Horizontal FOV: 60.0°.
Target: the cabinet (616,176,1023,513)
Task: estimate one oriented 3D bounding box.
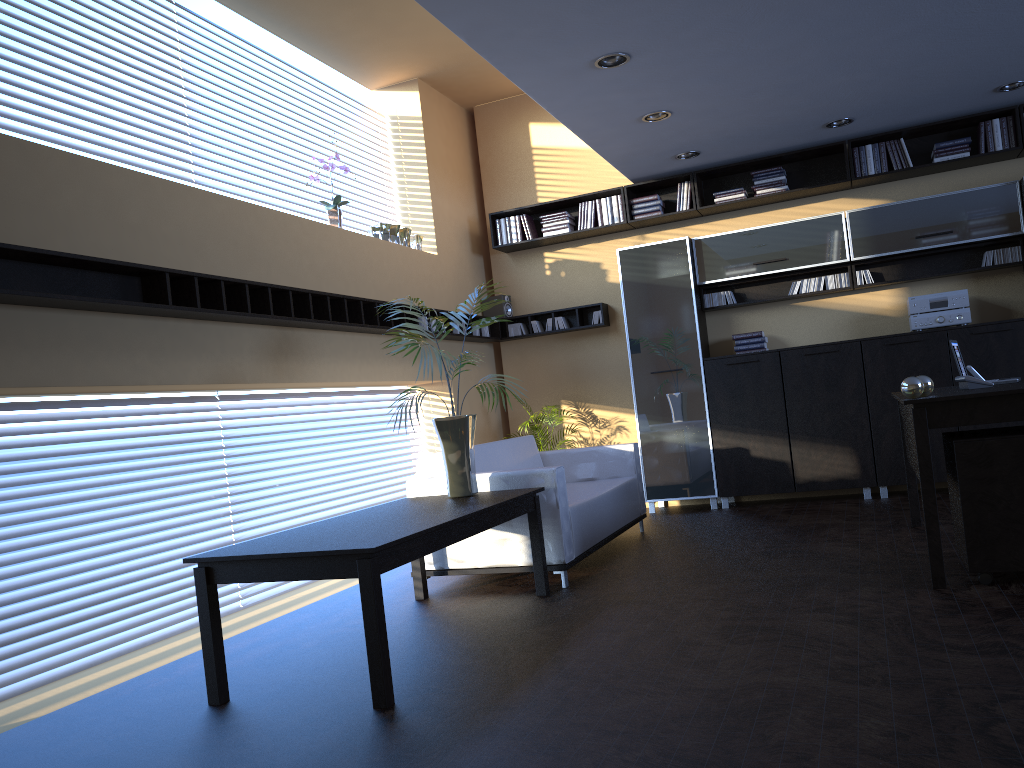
[{"bbox_3d":[2.944,-0.252,7.463,3.880,2.398,0.490,-7,-1,22],"label":"cabinet"}]

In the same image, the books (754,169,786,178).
[{"bbox_3d":[2.249,-1.816,7.724,0.259,0.028,0.207,-7,-2,21],"label":"books"}]

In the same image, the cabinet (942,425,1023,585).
[{"bbox_3d":[2.430,0.569,4.306,0.500,0.680,0.634,-7,-1,21],"label":"cabinet"}]

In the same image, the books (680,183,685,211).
[{"bbox_3d":[1.558,-1.669,8.014,0.075,0.259,0.207,-7,-1,21],"label":"books"}]

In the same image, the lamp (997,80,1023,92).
[{"bbox_3d":[3.693,-2.242,6.544,0.209,0.096,0.208,-7,-2,15],"label":"lamp"}]

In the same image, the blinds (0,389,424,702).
[{"bbox_3d":[-1.800,0.748,5.597,0.047,1.367,5.388,-7,-2,21],"label":"blinds"}]

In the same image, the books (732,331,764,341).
[{"bbox_3d":[2.092,-0.424,7.847,0.259,0.050,0.207,-7,-2,21],"label":"books"}]

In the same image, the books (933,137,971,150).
[{"bbox_3d":[3.572,-1.935,7.199,0.259,0.050,0.207,-7,-2,21],"label":"books"}]

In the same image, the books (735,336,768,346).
[{"bbox_3d":[2.121,-0.376,7.849,0.259,0.050,0.207,-7,-2,22],"label":"books"}]

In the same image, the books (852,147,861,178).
[{"bbox_3d":[2.908,-1.840,7.476,0.050,0.258,0.207,-7,-1,22],"label":"books"}]

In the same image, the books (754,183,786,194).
[{"bbox_3d":[2.256,-1.701,7.735,0.259,0.028,0.207,-7,-2,21],"label":"books"}]

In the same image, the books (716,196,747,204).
[{"bbox_3d":[1.950,-1.605,7.842,0.259,0.028,0.207,-7,-2,22],"label":"books"}]

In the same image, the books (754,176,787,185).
[{"bbox_3d":[2.259,-1.759,7.737,0.259,0.028,0.207,-7,-2,21],"label":"books"}]

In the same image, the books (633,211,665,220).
[{"bbox_3d":[1.263,-1.526,8.126,0.259,0.050,0.207,-7,-2,21],"label":"books"}]

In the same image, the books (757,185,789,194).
[{"bbox_3d":[2.278,-1.675,7.729,0.259,0.028,0.207,-7,-2,22],"label":"books"}]

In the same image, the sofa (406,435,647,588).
[{"bbox_3d":[0.188,0.800,6.221,1.015,0.848,2.055,-7,-2,21],"label":"sofa"}]

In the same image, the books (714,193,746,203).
[{"bbox_3d":[1.938,-1.632,7.849,0.259,0.028,0.207,-7,-2,22],"label":"books"}]

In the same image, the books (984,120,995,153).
[{"bbox_3d":[3.820,-1.956,7.109,0.050,0.258,0.207,-7,-1,22],"label":"books"}]

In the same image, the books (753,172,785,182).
[{"bbox_3d":[2.242,-1.786,7.731,0.259,0.028,0.207,-7,-2,21],"label":"books"}]

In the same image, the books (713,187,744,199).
[{"bbox_3d":[1.928,-1.687,7.864,0.258,0.028,0.207,-7,-2,21],"label":"books"}]

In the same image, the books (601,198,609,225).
[{"bbox_3d":[0.893,-1.585,8.270,0.050,0.258,0.207,-7,-1,21],"label":"books"}]

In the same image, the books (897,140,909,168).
[{"bbox_3d":[3.241,-1.882,7.352,0.072,0.257,0.207,-7,-1,22],"label":"books"}]

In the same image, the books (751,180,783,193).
[{"bbox_3d":[2.238,-1.726,7.756,0.258,0.028,0.207,-7,-2,21],"label":"books"}]

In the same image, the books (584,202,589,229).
[{"bbox_3d":[0.724,-1.564,8.329,0.075,0.259,0.207,-7,-1,22],"label":"books"}]

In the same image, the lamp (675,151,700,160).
[{"bbox_3d":[1.465,-1.960,7.431,0.209,0.096,0.208,-8,-2,39],"label":"lamp"}]

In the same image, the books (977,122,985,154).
[{"bbox_3d":[3.769,-1.949,7.126,0.055,0.260,0.207,-7,-1,22],"label":"books"}]

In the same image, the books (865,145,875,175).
[{"bbox_3d":[3.002,-1.852,7.433,0.050,0.258,0.207,-7,-1,22],"label":"books"}]

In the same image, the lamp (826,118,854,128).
[{"bbox_3d":[2.579,-2.101,6.987,0.209,0.096,0.208,-7,-2,15],"label":"lamp"}]

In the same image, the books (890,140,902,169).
[{"bbox_3d":[3.187,-1.876,7.361,0.075,0.259,0.207,-7,-1,22],"label":"books"}]

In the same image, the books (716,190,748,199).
[{"bbox_3d":[1.949,-1.662,7.850,0.259,0.028,0.207,-7,-2,21],"label":"books"}]

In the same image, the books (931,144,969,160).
[{"bbox_3d":[3.559,-1.892,7.214,0.259,0.031,0.207,-7,-2,21],"label":"books"}]

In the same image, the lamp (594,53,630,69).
[{"bbox_3d":[0.582,-1.934,5.186,0.209,0.096,0.208,-6,-2,-9],"label":"lamp"}]

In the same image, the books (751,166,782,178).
[{"bbox_3d":[2.227,-1.841,7.735,0.259,0.028,0.207,-7,-2,22],"label":"books"}]

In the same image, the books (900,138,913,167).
[{"bbox_3d":[3.254,-1.885,7.320,0.072,0.257,0.207,-7,-1,21],"label":"books"}]

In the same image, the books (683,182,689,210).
[{"bbox_3d":[1.582,-1.673,7.989,0.075,0.259,0.207,-7,-1,21],"label":"books"}]

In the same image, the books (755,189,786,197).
[{"bbox_3d":[2.258,-1.644,7.728,0.259,0.028,0.207,-7,-2,21],"label":"books"}]

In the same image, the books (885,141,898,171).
[{"bbox_3d":[3.158,-1.872,7.373,0.075,0.259,0.207,-7,-1,22],"label":"books"}]

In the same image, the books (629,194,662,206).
[{"bbox_3d":[1.228,-1.676,8.135,0.259,0.050,0.207,-7,-2,21],"label":"books"}]

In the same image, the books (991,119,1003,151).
[{"bbox_3d":[3.865,-1.962,7.082,0.050,0.258,0.207,-7,-1,21],"label":"books"}]

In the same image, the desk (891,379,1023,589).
[{"bbox_3d":[2.648,0.457,4.853,0.915,0.890,1.893,-7,-2,21],"label":"desk"}]

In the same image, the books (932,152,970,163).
[{"bbox_3d":[3.572,-1.818,7.220,0.258,0.050,0.207,-7,-2,21],"label":"books"}]

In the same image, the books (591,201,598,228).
[{"bbox_3d":[0.789,-1.572,8.321,0.075,0.259,0.207,-7,-1,21],"label":"books"}]

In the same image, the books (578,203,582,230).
[{"bbox_3d":[0.669,-1.557,8.360,0.075,0.259,0.207,-7,-1,21],"label":"books"}]

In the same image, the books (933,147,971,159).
[{"bbox_3d":[3.574,-1.862,7.209,0.259,0.031,0.207,-7,-2,22],"label":"books"}]

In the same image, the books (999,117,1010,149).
[{"bbox_3d":[3.913,-1.968,7.064,0.050,0.258,0.207,-7,-1,21],"label":"books"}]

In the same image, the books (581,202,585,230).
[{"bbox_3d":[0.695,-1.560,8.342,0.075,0.259,0.207,-7,-1,21],"label":"books"}]

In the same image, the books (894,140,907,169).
[{"bbox_3d":[3.216,-1.878,7.345,0.072,0.257,0.207,-7,-1,22],"label":"books"}]

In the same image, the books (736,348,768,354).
[{"bbox_3d":[2.126,-0.274,7.836,0.259,0.050,0.207,-7,-2,22],"label":"books"}]

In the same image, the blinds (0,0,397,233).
[{"bbox_3d":[-2.091,-1.812,5.614,0.039,1.460,5.388,-7,-2,21],"label":"blinds"}]

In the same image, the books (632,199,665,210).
[{"bbox_3d":[1.255,-1.628,8.130,0.259,0.050,0.207,-7,-2,21],"label":"books"}]

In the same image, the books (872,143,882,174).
[{"bbox_3d":[3.052,-1.858,7.420,0.050,0.258,0.207,-7,-1,21],"label":"books"}]

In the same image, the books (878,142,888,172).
[{"bbox_3d":[3.099,-1.864,7.399,0.050,0.258,0.207,-7,-1,22],"label":"books"}]

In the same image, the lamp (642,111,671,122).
[{"bbox_3d":[1.023,-1.947,6.308,0.209,0.096,0.208,-7,-2,3],"label":"lamp"}]

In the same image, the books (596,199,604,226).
[{"bbox_3d":[0.845,-1.579,8.289,0.050,0.258,0.207,-7,-1,22],"label":"books"}]

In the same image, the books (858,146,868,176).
[{"bbox_3d":[2.956,-1.846,7.457,0.050,0.258,0.207,-7,-1,22],"label":"books"}]

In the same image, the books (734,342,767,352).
[{"bbox_3d":[2.113,-0.324,7.845,0.259,0.050,0.207,-7,-2,22],"label":"books"}]

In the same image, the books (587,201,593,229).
[{"bbox_3d":[0.754,-1.568,8.319,0.075,0.259,0.207,-7,-1,21],"label":"books"}]

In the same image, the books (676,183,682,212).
[{"bbox_3d":[1.527,-1.665,8.021,0.075,0.259,0.207,-7,-1,21],"label":"books"}]

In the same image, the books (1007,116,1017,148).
[{"bbox_3d":[3.961,-1.974,7.044,0.050,0.258,0.207,-7,-1,22],"label":"books"}]
